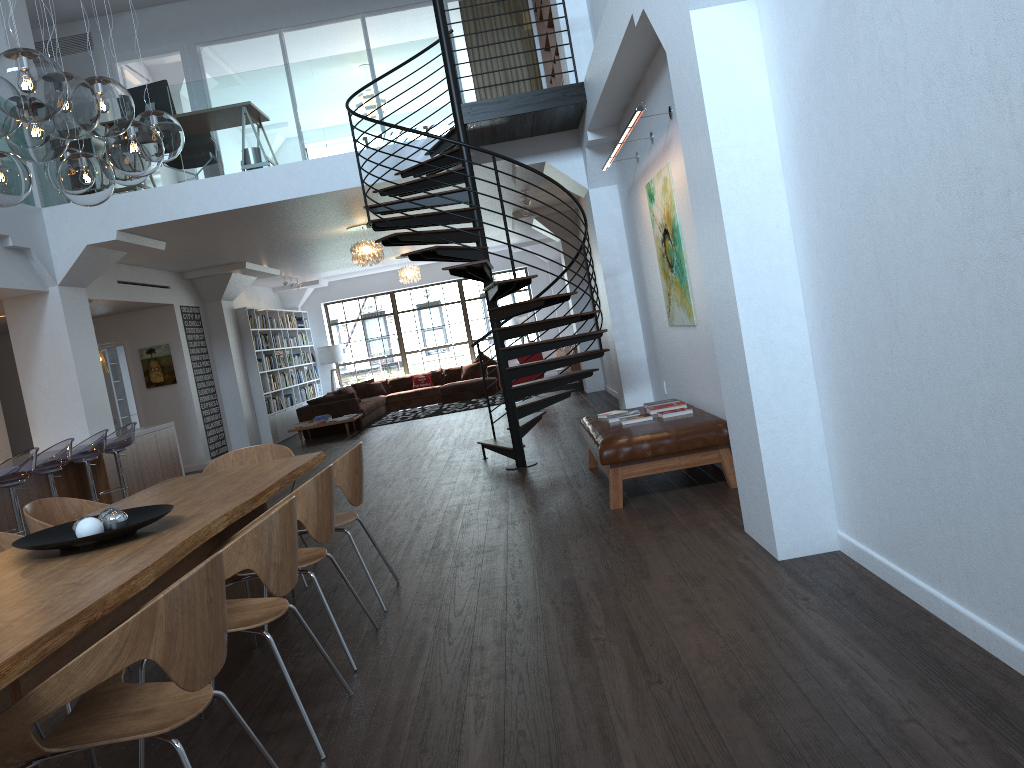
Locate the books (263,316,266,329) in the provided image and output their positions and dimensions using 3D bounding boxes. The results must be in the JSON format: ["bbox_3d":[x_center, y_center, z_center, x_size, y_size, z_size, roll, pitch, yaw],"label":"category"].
[{"bbox_3d":[-4.576,-1.105,16.097,0.174,0.243,0.085,-10,4,1],"label":"books"}]

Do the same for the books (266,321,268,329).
[{"bbox_3d":[-4.585,-1.110,16.269,0.167,0.233,0.077,-10,4,1],"label":"books"}]

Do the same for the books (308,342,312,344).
[{"bbox_3d":[-4.536,-0.879,19.368,0.284,0.033,0.197,-9,4,16],"label":"books"}]

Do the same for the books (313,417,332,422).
[{"bbox_3d":[-3.213,0.616,15.075,0.312,0.037,0.216,-11,4,-9],"label":"books"}]

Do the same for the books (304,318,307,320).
[{"bbox_3d":[-4.575,-1.324,19.525,0.140,0.231,0.042,-10,4,1],"label":"books"}]

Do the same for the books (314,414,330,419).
[{"bbox_3d":[-3.224,0.549,15.073,0.224,0.027,0.157,-10,4,6],"label":"books"}]

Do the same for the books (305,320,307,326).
[{"bbox_3d":[-4.570,-1.302,19.445,0.136,0.196,0.045,-10,4,1],"label":"books"}]

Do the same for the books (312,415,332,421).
[{"bbox_3d":[-3.224,0.581,15.077,0.279,0.035,0.191,-10,4,11],"label":"books"}]

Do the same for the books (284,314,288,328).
[{"bbox_3d":[-4.574,-1.239,17.707,0.140,0.298,0.044,-10,4,1],"label":"books"}]

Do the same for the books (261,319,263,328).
[{"bbox_3d":[-4.576,-1.083,15.946,0.161,0.222,0.083,-10,4,1],"label":"books"}]

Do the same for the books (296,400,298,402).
[{"bbox_3d":[-4.372,0.356,17.480,0.284,0.033,0.197,-11,4,-14],"label":"books"}]

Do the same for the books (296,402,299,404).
[{"bbox_3d":[-4.366,0.390,17.483,0.284,0.035,0.197,-10,4,1],"label":"books"}]

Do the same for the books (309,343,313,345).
[{"bbox_3d":[-4.530,-0.845,19.371,0.284,0.035,0.197,-8,4,31],"label":"books"}]

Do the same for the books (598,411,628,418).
[{"bbox_3d":[0.800,0.241,7.058,0.161,0.031,0.223,-12,4,-22],"label":"books"}]

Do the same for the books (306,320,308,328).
[{"bbox_3d":[-4.566,-1.302,19.486,0.139,0.191,0.036,-10,4,1],"label":"books"}]

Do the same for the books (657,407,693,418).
[{"bbox_3d":[1.183,0.209,6.445,0.224,0.036,0.161,-11,4,-5],"label":"books"}]

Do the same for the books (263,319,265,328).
[{"bbox_3d":[-4.584,-1.106,16.057,0.182,0.255,0.077,-10,4,1],"label":"books"}]

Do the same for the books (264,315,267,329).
[{"bbox_3d":[-4.578,-1.117,16.199,0.182,0.255,0.077,-10,4,1],"label":"books"}]

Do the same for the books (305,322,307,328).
[{"bbox_3d":[-4.564,-1.288,19.370,0.128,0.178,0.021,-10,4,1],"label":"books"}]

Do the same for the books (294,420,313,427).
[{"bbox_3d":[-3.526,0.671,15.019,0.241,0.045,0.334,-10,4,2],"label":"books"}]

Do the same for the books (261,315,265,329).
[{"bbox_3d":[-4.573,-1.103,16.010,0.182,0.253,0.098,-10,4,1],"label":"books"}]

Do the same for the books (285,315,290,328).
[{"bbox_3d":[-4.594,-1.246,17.926,0.176,0.290,0.053,-10,4,1],"label":"books"}]

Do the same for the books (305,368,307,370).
[{"bbox_3d":[-4.421,-0.301,18.591,0.223,0.031,0.161,-10,4,1],"label":"books"}]

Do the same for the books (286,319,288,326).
[{"bbox_3d":[-4.572,-1.196,17.755,0.144,0.207,0.048,-10,4,1],"label":"books"}]

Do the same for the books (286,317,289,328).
[{"bbox_3d":[-4.588,-1.219,17.844,0.171,0.246,0.057,-10,4,1],"label":"books"}]

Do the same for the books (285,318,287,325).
[{"bbox_3d":[-4.587,-1.208,17.658,0.189,0.247,0.057,-10,4,1],"label":"books"}]

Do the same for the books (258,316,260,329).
[{"bbox_3d":[-4.578,-1.081,15.757,0.174,0.242,0.105,-10,4,1],"label":"books"}]

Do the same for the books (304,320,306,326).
[{"bbox_3d":[-4.572,-1.288,19.344,0.134,0.184,0.030,-10,4,1],"label":"books"}]

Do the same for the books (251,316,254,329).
[{"bbox_3d":[-4.573,-1.050,15.388,0.161,0.222,0.084,-10,4,1],"label":"books"}]

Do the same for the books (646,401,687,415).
[{"bbox_3d":[1.180,0.183,6.775,0.283,0.043,0.197,-10,4,0],"label":"books"}]

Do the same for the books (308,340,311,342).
[{"bbox_3d":[-4.540,-0.911,19.361,0.254,0.032,0.174,-8,5,36],"label":"books"}]

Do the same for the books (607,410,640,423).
[{"bbox_3d":[0.848,0.247,6.738,0.247,0.040,0.185,-10,4,4],"label":"books"}]

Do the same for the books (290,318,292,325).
[{"bbox_3d":[-4.589,-1.228,18.101,0.168,0.231,0.037,-10,4,1],"label":"books"}]

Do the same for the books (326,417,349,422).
[{"bbox_3d":[-2.886,0.583,14.661,0.342,0.040,0.231,-7,5,41],"label":"books"}]

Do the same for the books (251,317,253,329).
[{"bbox_3d":[-4.575,-1.045,15.354,0.161,0.218,0.101,-10,4,1],"label":"books"}]

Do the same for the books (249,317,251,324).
[{"bbox_3d":[-4.574,-1.033,15.199,0.182,0.215,0.188,-10,4,1],"label":"books"}]

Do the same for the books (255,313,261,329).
[{"bbox_3d":[-4.588,-1.110,15.843,0.176,0.293,0.125,-10,4,1],"label":"books"}]

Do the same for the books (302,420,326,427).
[{"bbox_3d":[-3.282,0.655,14.675,0.236,0.035,0.340,-8,4,26],"label":"books"}]

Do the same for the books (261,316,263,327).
[{"bbox_3d":[-4.575,-1.099,15.978,0.159,0.248,0.089,-10,4,1],"label":"books"}]

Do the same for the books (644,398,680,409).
[{"bbox_3d":[1.198,0.161,7.093,0.254,0.044,0.183,-10,4,-5],"label":"books"}]

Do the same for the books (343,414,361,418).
[{"bbox_3d":[-2.734,0.535,15.003,0.256,0.035,0.350,-8,4,26],"label":"books"}]

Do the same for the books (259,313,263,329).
[{"bbox_3d":[-4.592,-1.112,15.906,0.197,0.290,0.136,-10,4,1],"label":"books"}]

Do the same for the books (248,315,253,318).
[{"bbox_3d":[-4.584,-1.063,15.418,0.159,0.248,0.089,-10,4,1],"label":"books"}]

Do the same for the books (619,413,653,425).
[{"bbox_3d":[0.905,0.256,6.473,0.224,0.032,0.161,-10,4,1],"label":"books"}]

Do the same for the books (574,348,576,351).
[{"bbox_3d":[1.272,-0.651,16.525,0.250,0.053,0.400,-10,4,1],"label":"books"}]

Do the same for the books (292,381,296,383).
[{"bbox_3d":[-4.405,-0.018,17.488,0.251,0.037,0.160,-10,4,6],"label":"books"}]

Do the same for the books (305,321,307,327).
[{"bbox_3d":[-4.563,-1.290,19.391,0.128,0.178,0.022,-10,4,1],"label":"books"}]

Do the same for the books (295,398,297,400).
[{"bbox_3d":[-4.383,0.324,17.481,0.254,0.032,0.174,-10,4,6],"label":"books"}]

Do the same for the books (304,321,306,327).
[{"bbox_3d":[-4.570,-1.284,19.318,0.128,0.178,0.022,-10,4,1],"label":"books"}]

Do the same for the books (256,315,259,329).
[{"bbox_3d":[-4.582,-1.081,15.704,0.170,0.251,0.118,-10,4,1],"label":"books"}]

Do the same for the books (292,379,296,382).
[{"bbox_3d":[-4.417,-0.056,17.510,0.259,0.040,0.180,-10,4,1],"label":"books"}]

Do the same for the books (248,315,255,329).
[{"bbox_3d":[-4.583,-1.068,15.461,0.170,0.251,0.118,-10,4,1],"label":"books"}]

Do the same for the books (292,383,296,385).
[{"bbox_3d":[-4.397,0.019,17.488,0.246,0.038,0.171,-10,4,1],"label":"books"}]

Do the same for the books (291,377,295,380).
[{"bbox_3d":[-4.410,-0.100,17.494,0.231,0.044,0.168,-10,4,-4],"label":"books"}]
